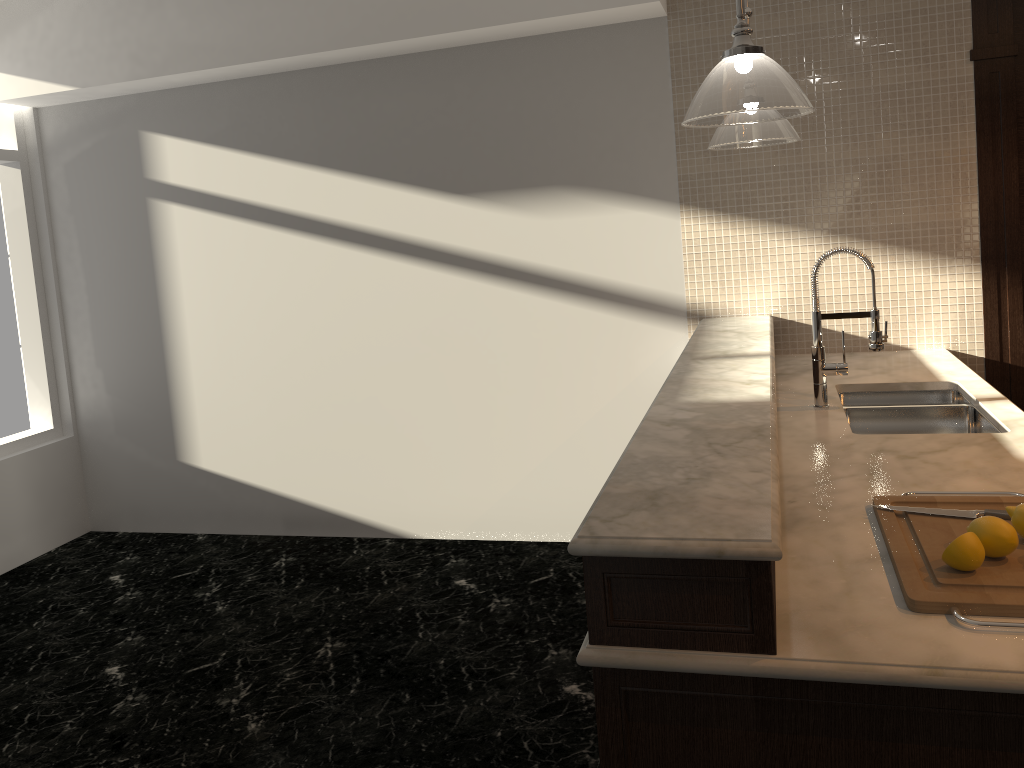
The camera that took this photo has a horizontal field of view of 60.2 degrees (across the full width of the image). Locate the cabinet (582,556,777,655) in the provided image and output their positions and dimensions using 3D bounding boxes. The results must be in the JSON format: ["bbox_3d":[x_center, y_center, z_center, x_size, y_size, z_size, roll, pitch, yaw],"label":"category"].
[{"bbox_3d":[0.652,0.070,2.737,0.292,0.151,2.873,-2,10,17],"label":"cabinet"}]

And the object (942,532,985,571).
[{"bbox_3d":[0.791,0.291,1.543,0.074,0.068,0.064,-8,8,-21],"label":"object"}]

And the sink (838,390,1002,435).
[{"bbox_3d":[1.309,0.205,2.887,0.457,0.210,0.810,-2,10,17],"label":"sink"}]

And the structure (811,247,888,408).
[{"bbox_3d":[1.106,-0.188,2.907,0.243,0.526,0.051,-3,5,16],"label":"structure"}]

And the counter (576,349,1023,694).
[{"bbox_3d":[1.005,0.151,2.638,1.052,0.031,2.905,-2,11,17],"label":"counter"}]

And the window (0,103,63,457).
[{"bbox_3d":[-3.100,-0.553,4.011,0.152,2.182,2.339,-3,8,16],"label":"window"}]

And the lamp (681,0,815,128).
[{"bbox_3d":[0.545,-1.037,2.135,0.317,0.777,0.320,-1,6,31],"label":"lamp"}]

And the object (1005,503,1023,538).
[{"bbox_3d":[0.974,0.259,1.639,0.082,0.073,0.080,-4,8,4],"label":"object"}]

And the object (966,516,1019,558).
[{"bbox_3d":[0.865,0.275,1.591,0.082,0.071,0.082,-1,9,27],"label":"object"}]

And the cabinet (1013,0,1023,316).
[{"bbox_3d":[3.108,-0.636,3.736,1.840,2.403,0.764,-3,6,17],"label":"cabinet"}]

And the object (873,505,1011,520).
[{"bbox_3d":[0.912,0.264,1.803,0.330,0.014,0.042,0,11,27],"label":"object"}]

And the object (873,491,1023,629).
[{"bbox_3d":[0.910,0.306,1.656,0.384,0.021,0.676,-2,11,17],"label":"object"}]

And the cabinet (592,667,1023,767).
[{"bbox_3d":[1.044,0.586,2.670,1.024,0.904,2.884,-2,10,17],"label":"cabinet"}]

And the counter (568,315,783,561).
[{"bbox_3d":[0.641,-0.019,2.719,0.327,0.031,2.891,-2,11,17],"label":"counter"}]

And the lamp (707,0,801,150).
[{"bbox_3d":[0.818,-1.227,3.075,0.317,0.777,0.320,-1,6,31],"label":"lamp"}]
